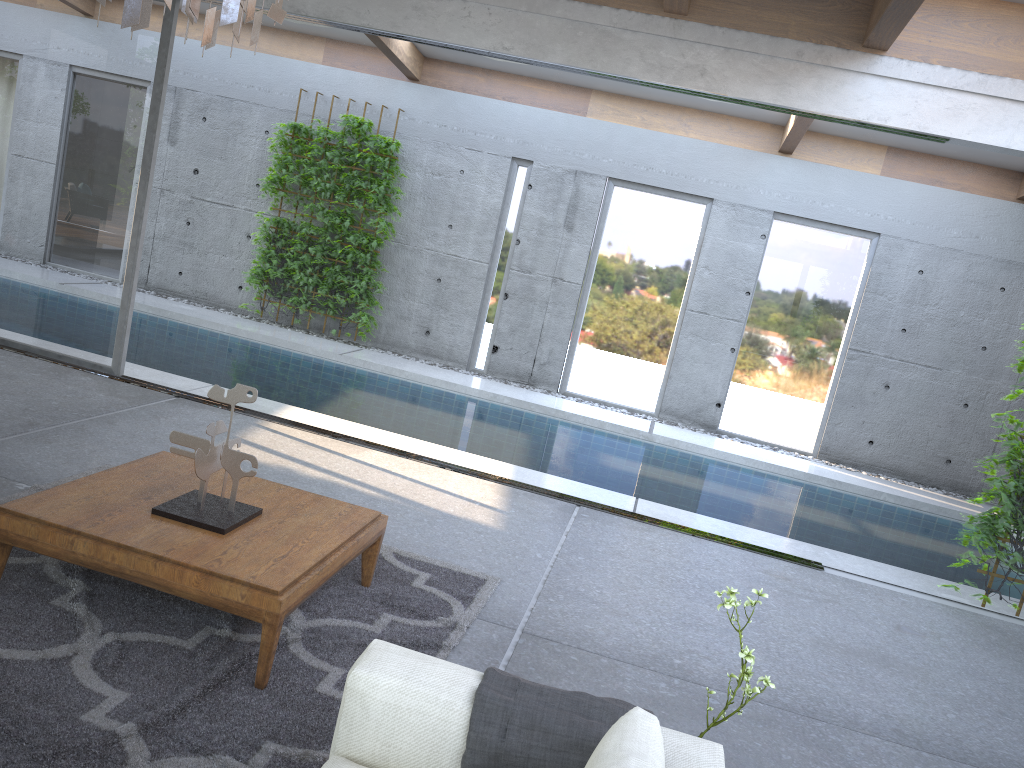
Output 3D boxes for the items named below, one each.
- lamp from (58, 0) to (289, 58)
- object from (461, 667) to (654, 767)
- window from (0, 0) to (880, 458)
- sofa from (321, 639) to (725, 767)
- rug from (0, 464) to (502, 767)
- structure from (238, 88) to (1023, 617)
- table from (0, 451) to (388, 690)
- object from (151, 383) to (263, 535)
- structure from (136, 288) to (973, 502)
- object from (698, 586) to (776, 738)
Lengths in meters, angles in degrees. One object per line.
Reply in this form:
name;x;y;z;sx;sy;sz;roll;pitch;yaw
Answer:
lamp;-0.773;-1.541;2.119;0.862;1.400;0.636;7;11;-33
object;0.063;1.136;2.146;0.472;0.704;0.857;14;9;6
window;-0.584;-0.895;3.057;23.280;3.764;14.294;14;9;9
sofa;-1.443;0.769;1.634;3.733;0.777;1.965;14;9;9
rug;-1.397;0.848;2.955;2.187;0.056;3.186;14;9;10
structure;1.097;-0.778;7.558;10.282;2.687;2.739;17;10;26
table;-1.204;0.656;3.471;1.112;0.352;1.048;14;9;9
object;-1.137;0.235;3.380;0.379;0.518;0.346;14;9;9
structure;-1.658;-0.416;10.473;13.673;0.068;0.477;14;9;9
object;0.583;0.927;2.494;0.238;0.750;0.171;18;11;30
